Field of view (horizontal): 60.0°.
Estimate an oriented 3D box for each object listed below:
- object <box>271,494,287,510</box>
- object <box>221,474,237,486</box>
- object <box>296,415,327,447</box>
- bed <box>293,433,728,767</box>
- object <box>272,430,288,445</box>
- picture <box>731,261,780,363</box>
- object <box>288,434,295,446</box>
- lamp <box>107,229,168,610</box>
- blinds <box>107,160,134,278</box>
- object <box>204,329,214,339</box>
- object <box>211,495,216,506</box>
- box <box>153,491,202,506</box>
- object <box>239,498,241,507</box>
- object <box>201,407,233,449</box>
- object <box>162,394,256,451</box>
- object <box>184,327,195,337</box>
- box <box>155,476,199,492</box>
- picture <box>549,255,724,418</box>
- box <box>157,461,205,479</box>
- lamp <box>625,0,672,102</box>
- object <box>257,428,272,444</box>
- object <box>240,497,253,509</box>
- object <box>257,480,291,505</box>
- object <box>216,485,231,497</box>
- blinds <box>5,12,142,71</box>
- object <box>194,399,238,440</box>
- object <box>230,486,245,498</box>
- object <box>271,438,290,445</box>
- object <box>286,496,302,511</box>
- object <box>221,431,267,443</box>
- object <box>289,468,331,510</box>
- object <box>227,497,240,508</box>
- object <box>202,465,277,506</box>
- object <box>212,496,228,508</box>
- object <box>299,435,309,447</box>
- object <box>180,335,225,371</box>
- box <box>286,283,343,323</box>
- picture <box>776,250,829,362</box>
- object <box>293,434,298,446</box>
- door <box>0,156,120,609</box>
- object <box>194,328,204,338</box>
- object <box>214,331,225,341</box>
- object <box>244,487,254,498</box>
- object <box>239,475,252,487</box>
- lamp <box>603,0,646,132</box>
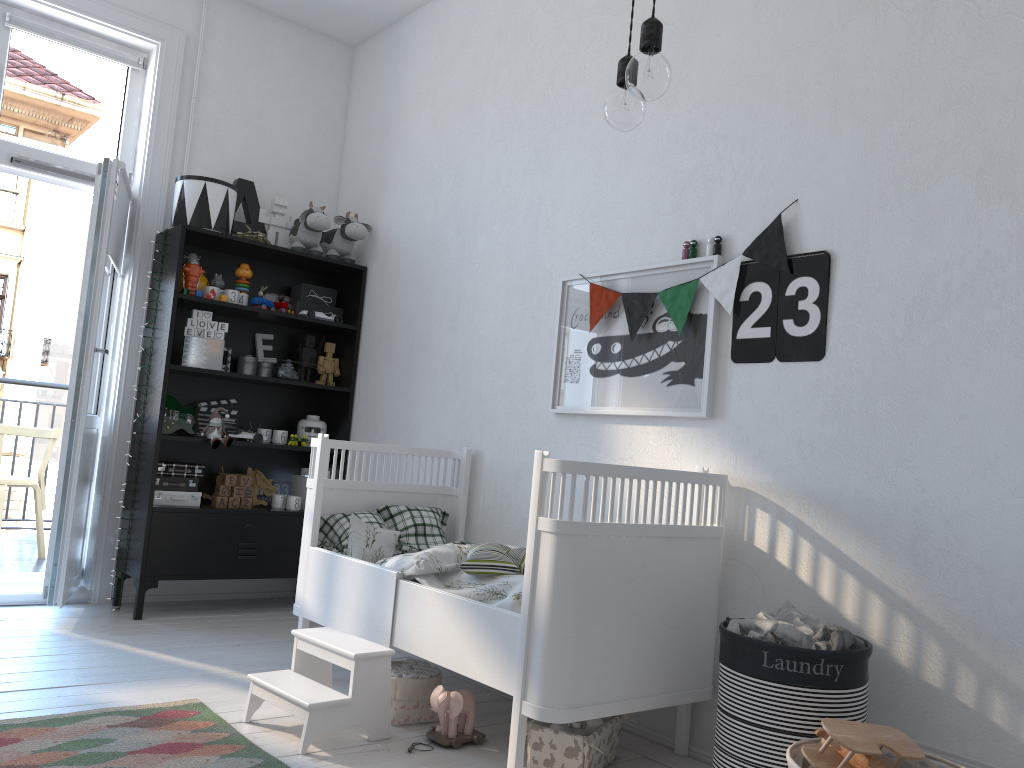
[{"bbox_3d":[-1.103,0.558,4.198,0.067,0.067,0.067,7,-5,-25],"label":"object"},{"bbox_3d":[-1.288,0.437,4.036,0.050,0.050,0.050,9,-6,-39],"label":"object"},{"bbox_3d":[-0.982,0.234,4.349,0.139,0.162,0.139,3,-5,26],"label":"object"},{"bbox_3d":[-0.086,0.623,2.836,0.671,0.832,1.404,9,-6,-39],"label":"bed"},{"bbox_3d":[-1.096,0.253,4.189,0.067,0.067,0.067,7,-5,-25],"label":"object"},{"bbox_3d":[0.706,-0.210,2.573,0.010,0.301,0.152,9,-6,-39],"label":"picture"},{"bbox_3d":[-1.035,0.263,4.171,0.031,0.054,0.042,4,-4,11],"label":"object"},{"bbox_3d":[-1.302,0.195,4.180,0.986,1.683,0.095,9,-6,-42],"label":"lamp"},{"bbox_3d":[-1.694,-0.697,3.847,0.032,0.390,0.565,7,-5,-19],"label":"blinds"},{"bbox_3d":[-1.346,-0.218,3.937,0.040,0.040,0.040,7,-5,-24],"label":"object"},{"bbox_3d":[-1.339,0.534,4.049,0.050,0.050,0.050,9,-6,-39],"label":"object"},{"bbox_3d":[-1.519,0.502,3.945,0.216,0.062,0.179,9,-6,-39],"label":"box"},{"bbox_3d":[-1.251,0.548,4.125,0.050,0.050,0.050,9,-6,-39],"label":"object"},{"bbox_3d":[-1.287,0.193,3.891,0.129,0.186,0.110,2,-6,38],"label":"object"},{"bbox_3d":[-1.434,0.186,4.150,0.542,0.239,0.093,9,-6,-38],"label":"object"},{"bbox_3d":[-1.421,-0.228,3.903,0.040,0.040,0.040,7,-5,-24],"label":"object"},{"bbox_3d":[-1.528,0.439,3.938,0.216,0.062,0.179,9,-6,-39],"label":"box"},{"bbox_3d":[0.387,-0.142,2.936,0.030,0.492,0.703,9,-6,-39],"label":"picture"},{"bbox_3d":[-1.508,0.381,3.956,0.216,0.062,0.179,9,-6,-39],"label":"box"},{"bbox_3d":[-0.306,-1.242,1.752,1.381,1.529,0.074,3,-5,26],"label":"lamp"},{"bbox_3d":[-1.171,0.246,4.188,0.067,0.067,0.067,7,-5,-25],"label":"object"},{"bbox_3d":[-1.220,0.547,4.076,0.050,0.050,0.050,6,-5,-9],"label":"object"},{"bbox_3d":[-1.225,0.532,4.359,0.347,0.120,0.034,9,-6,-39],"label":"object"},{"bbox_3d":[-1.311,0.485,4.027,0.050,0.050,0.050,9,-6,-39],"label":"object"},{"bbox_3d":[-1.960,-1.538,3.994,0.566,0.060,0.032,9,-6,-39],"label":"blinds"},{"bbox_3d":[-1.383,0.160,4.158,0.201,0.199,0.048,9,-6,-39],"label":"object"},{"bbox_3d":[-1.254,0.491,4.047,0.050,0.050,0.050,9,-6,-39],"label":"object"},{"bbox_3d":[-1.163,0.275,4.338,0.163,0.034,0.069,9,-6,-39],"label":"object"},{"bbox_3d":[-1.030,0.564,4.187,0.067,0.067,0.067,7,-5,-25],"label":"object"},{"bbox_3d":[-1.244,0.240,4.078,0.230,0.048,0.098,6,-5,-14],"label":"object"},{"bbox_3d":[-0.970,0.516,4.340,0.132,0.199,0.267,9,-6,-39],"label":"object"},{"bbox_3d":[-1.271,0.539,4.034,0.050,0.050,0.050,8,-5,-34],"label":"object"},{"bbox_3d":[-1.283,0.485,4.196,0.337,0.186,0.111,7,-5,-24],"label":"object"},{"bbox_3d":[-1.316,0.532,3.997,0.050,0.050,0.050,9,-6,-39],"label":"object"},{"bbox_3d":[-0.994,0.272,4.234,0.042,0.054,0.031,5,-4,6],"label":"object"},{"bbox_3d":[-1.384,-0.132,3.957,0.170,0.138,0.124,7,-5,-24],"label":"object"},{"bbox_3d":[-0.980,-0.391,4.422,0.252,0.189,0.179,9,-6,-39],"label":"box"},{"bbox_3d":[0.803,-0.213,2.454,0.013,0.305,0.153,9,-6,-39],"label":"picture"},{"bbox_3d":[-1.036,0.268,4.238,0.042,0.054,0.031,9,-6,-39],"label":"object"},{"bbox_3d":[-2.200,-0.078,3.503,1.264,1.837,0.637,9,-5,-37],"label":"door"},{"bbox_3d":[-1.389,-0.223,3.926,0.040,0.040,0.040,8,-5,-34],"label":"object"},{"bbox_3d":[-1.304,-0.213,3.956,0.040,0.040,0.040,6,-5,-9],"label":"object"},{"bbox_3d":[-1.230,0.498,4.102,0.050,0.050,0.050,9,-6,-39],"label":"object"},{"bbox_3d":[-1.228,0.447,4.087,0.050,0.050,0.050,7,-5,-19],"label":"object"},{"bbox_3d":[-0.326,-1.233,1.889,1.381,1.529,0.074,3,-5,26],"label":"lamp"}]
